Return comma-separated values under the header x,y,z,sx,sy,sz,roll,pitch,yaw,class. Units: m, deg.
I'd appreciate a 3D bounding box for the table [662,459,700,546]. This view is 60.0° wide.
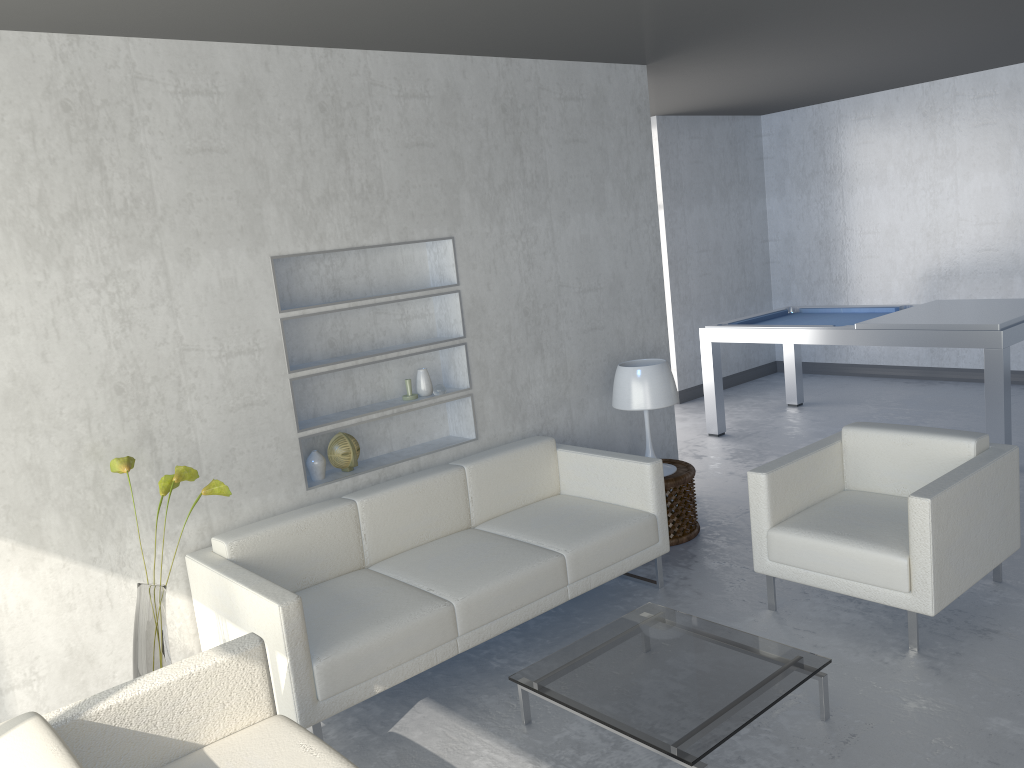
x,y,z,sx,sy,sz,roll,pitch,yaw,class
0.757,0.626,4.711,0.452,0.358,0.452,-2,11,25,table

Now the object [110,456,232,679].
x,y,z,sx,sy,sz,roll,pitch,yaw,class
-1.114,0.764,3.046,0.400,1.051,0.387,-8,10,-12,object

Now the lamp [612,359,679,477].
x,y,z,sx,sy,sz,roll,pitch,yaw,class
0.705,0.175,4.634,0.347,0.582,0.347,-3,10,18,lamp

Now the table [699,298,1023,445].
x,y,z,sx,sy,sz,roll,pitch,yaw,class
2.546,-0.093,6.187,1.180,0.835,2.095,-14,12,-39,table

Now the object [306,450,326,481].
x,y,z,sx,sy,sz,roll,pitch,yaw,class
-0.860,0.356,3.903,0.086,0.128,0.086,-12,11,-29,object

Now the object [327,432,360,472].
x,y,z,sx,sy,sz,roll,pitch,yaw,class
-0.734,0.303,3.973,0.088,0.179,0.163,2,12,39,object

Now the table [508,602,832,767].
x,y,z,sx,sy,sz,roll,pitch,yaw,class
0.523,1.033,2.950,0.730,0.190,0.773,-14,12,-39,table

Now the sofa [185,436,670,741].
x,y,z,sx,sy,sz,roll,pitch,yaw,class
-0.254,0.751,3.721,1.881,0.658,0.821,-14,12,-39,sofa

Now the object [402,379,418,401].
x,y,z,sx,sy,sz,roll,pitch,yaw,class
-0.487,0.025,4.200,0.074,0.094,0.074,-4,10,14,object

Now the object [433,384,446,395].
x,y,z,sx,sy,sz,roll,pitch,yaw,class
-0.346,0.025,4.239,0.064,0.050,0.064,-13,12,-34,object

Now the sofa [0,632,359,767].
x,y,z,sx,sy,sz,roll,pitch,yaw,class
-0.414,1.111,1.703,0.821,0.658,1.881,-14,12,-39,sofa

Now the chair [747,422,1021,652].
x,y,z,sx,sy,sz,roll,pitch,yaw,class
1.525,0.562,3.643,0.821,0.662,0.748,-14,12,-39,chair

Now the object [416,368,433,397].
x,y,z,sx,sy,sz,roll,pitch,yaw,class
-0.422,-0.009,4.246,0.079,0.130,0.079,-15,13,-41,object
